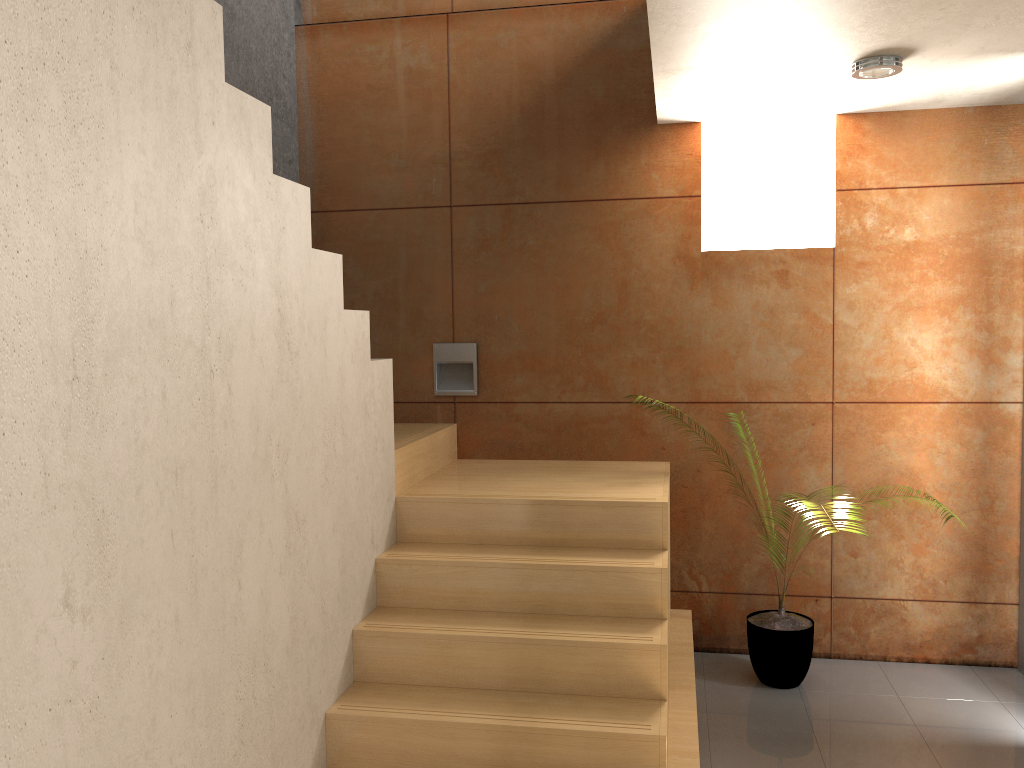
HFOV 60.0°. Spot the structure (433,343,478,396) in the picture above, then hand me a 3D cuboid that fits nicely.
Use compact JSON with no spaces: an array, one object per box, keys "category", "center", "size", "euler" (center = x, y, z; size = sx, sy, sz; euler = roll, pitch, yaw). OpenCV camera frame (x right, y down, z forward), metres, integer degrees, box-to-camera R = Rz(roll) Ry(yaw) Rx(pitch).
[{"category":"structure","center":[-0.275,-0.075,4.453],"size":[0.220,0.260,0.096],"euler":[0,4,10]}]

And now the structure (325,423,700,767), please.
[{"category":"structure","center":[-0.314,0.827,3.266],"size":[1.950,1.110,2.400],"euler":[0,4,10]}]

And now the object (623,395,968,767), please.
[{"category":"object","center":[0.287,0.928,1.429],"size":[4.200,1.455,6.200],"euler":[0,4,10]}]

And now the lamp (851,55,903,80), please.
[{"category":"lamp","center":[1.332,-1.157,3.240],"size":[0.173,0.044,0.173],"euler":[0,4,15]}]
